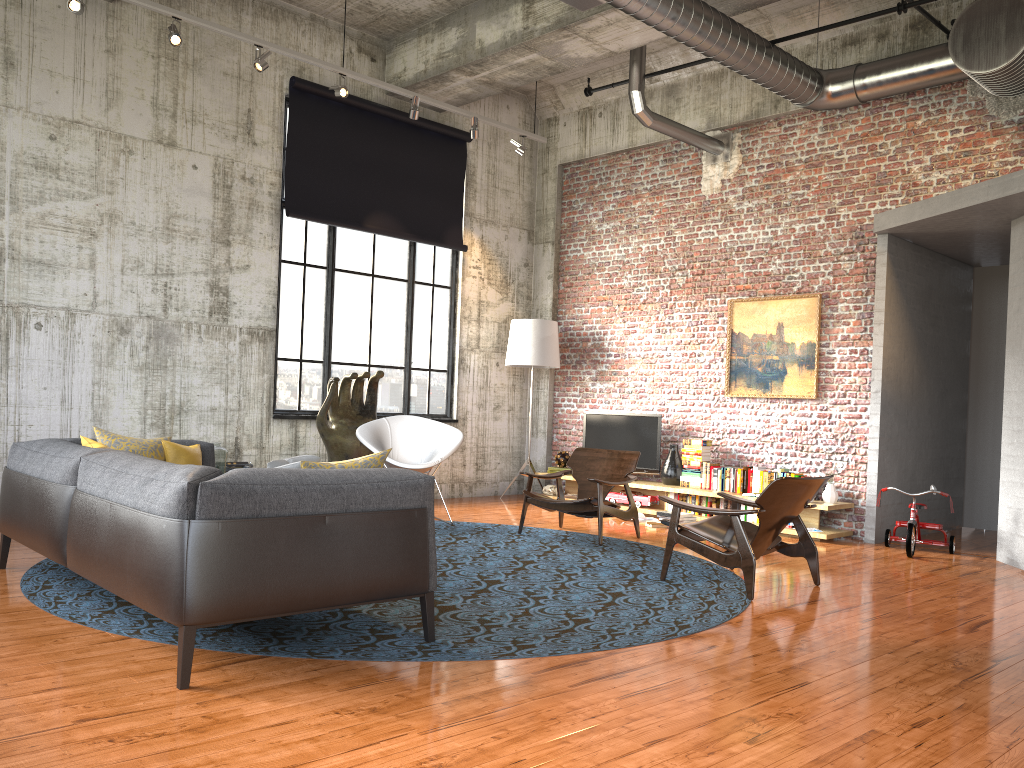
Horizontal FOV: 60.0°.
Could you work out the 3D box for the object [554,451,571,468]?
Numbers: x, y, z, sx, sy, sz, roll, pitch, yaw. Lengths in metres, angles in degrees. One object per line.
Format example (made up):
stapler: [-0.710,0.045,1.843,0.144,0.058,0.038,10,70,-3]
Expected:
object: [0.639,0.943,11.075,0.214,0.208,0.216,2,-1,35]

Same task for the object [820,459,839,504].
object: [3.085,0.934,8.573,0.197,0.445,0.234,2,0,34]

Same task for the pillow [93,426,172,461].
pillow: [-2.456,0.504,5.755,0.537,0.446,0.260,3,0,-37]

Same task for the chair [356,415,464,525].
chair: [-1.011,0.829,8.720,1.057,1.030,0.806,2,0,-5]

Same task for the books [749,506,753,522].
books: [2.489,1.324,9.117,0.129,0.186,0.043,3,0,-44]

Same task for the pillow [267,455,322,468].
pillow: [-1.114,0.508,4.409,0.171,0.315,0.365,2,-1,36]

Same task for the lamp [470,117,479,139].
lamp: [-0.411,-2.776,9.671,0.102,0.251,0.165,2,0,1]

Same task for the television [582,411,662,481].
television: [1.295,0.735,10.478,1.089,0.793,0.286,2,0,33]

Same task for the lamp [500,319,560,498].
lamp: [0.237,0.338,11.081,0.694,2.243,0.706,2,0,-21]

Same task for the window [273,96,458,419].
window: [-1.595,-1.287,10.190,2.581,3.436,0.050,3,0,-44]

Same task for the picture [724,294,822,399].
picture: [2.737,-0.387,9.366,0.040,1.064,1.064,2,0,-44]

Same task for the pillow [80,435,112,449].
pillow: [-2.540,0.513,5.510,0.229,0.371,0.405,2,-1,-35]

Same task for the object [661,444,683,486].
object: [1.822,0.912,10.010,0.268,0.456,0.268,2,0,-13]

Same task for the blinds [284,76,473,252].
blinds: [-1.431,-2.408,10.053,2.445,1.464,0.150,3,0,-44]

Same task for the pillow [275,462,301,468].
pillow: [-1.153,0.522,4.214,0.435,0.319,0.168,3,-1,-44]

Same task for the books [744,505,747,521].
books: [2.446,1.332,9.166,0.122,0.168,0.020,3,0,-44]

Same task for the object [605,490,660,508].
object: [1.376,1.312,10.160,0.599,0.174,0.244,1,-1,38]

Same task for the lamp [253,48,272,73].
lamp: [-2.244,-2.891,7.938,0.102,0.240,0.183,2,0,41]

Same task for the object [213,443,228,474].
object: [-2.783,0.733,8.337,0.163,0.361,0.163,2,0,-41]

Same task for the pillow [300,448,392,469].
pillow: [-0.873,0.536,4.472,0.537,0.446,0.260,3,0,-37]

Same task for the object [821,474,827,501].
object: [3.110,1.028,8.820,0.057,0.273,0.057,2,0,6]

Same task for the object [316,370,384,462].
object: [-1.740,0.489,9.350,0.728,1.296,0.456,2,0,-32]

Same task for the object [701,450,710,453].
object: [2.030,0.733,9.772,0.178,0.031,0.248,4,-2,-44]

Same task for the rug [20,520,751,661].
rug: [-0.776,1.297,6.390,4.845,0.009,4.847,2,-1,2]

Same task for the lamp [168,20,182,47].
lamp: [-2.822,-2.925,7.424,0.102,0.228,0.198,2,0,-34]

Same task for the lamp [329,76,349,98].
lamp: [-1.654,-2.852,8.539,0.260,0.211,0.102,2,0,41]

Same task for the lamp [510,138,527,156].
lamp: [0.091,-2.736,10.227,0.226,0.215,0.102,2,0,-3]

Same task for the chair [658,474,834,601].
chair: [1.612,0.991,6.137,0.875,0.793,1.042,3,-1,-43]

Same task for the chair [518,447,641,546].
chair: [0.643,1.002,8.133,0.874,0.793,1.044,2,-1,36]

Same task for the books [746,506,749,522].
books: [2.474,1.327,9.156,0.132,0.181,0.034,3,0,-44]

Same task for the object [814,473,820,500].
object: [3.065,1.028,8.886,0.057,0.273,0.057,2,0,6]

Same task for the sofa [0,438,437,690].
sofa: [-1.815,0.798,4.987,1.363,0.861,3.002,3,-2,-42]

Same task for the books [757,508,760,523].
books: [2.549,1.322,9.053,0.138,0.191,0.026,3,0,-44]

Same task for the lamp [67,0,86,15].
lamp: [-3.372,-2.964,6.871,0.102,0.211,0.260,2,-1,-9]

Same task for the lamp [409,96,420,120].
lamp: [-1.002,-2.815,9.095,0.102,0.251,0.165,2,0,-19]

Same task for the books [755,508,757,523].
books: [2.533,1.322,9.073,0.138,0.191,0.026,3,0,-44]

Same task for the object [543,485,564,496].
object: [0.522,1.323,11.037,0.183,0.133,0.273,3,-1,-35]

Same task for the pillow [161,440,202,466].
pillow: [-2.199,0.538,5.962,0.168,0.319,0.435,2,-1,21]

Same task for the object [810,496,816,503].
object: [2.890,1.094,8.613,0.123,0.123,0.251,2,-1,1]

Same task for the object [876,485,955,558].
object: [4.361,1.068,1.446,8.775,0.657,20.820,4,-2,-44]

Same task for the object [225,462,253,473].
object: [-2.642,0.846,8.594,0.424,0.153,0.381,4,-2,-44]
